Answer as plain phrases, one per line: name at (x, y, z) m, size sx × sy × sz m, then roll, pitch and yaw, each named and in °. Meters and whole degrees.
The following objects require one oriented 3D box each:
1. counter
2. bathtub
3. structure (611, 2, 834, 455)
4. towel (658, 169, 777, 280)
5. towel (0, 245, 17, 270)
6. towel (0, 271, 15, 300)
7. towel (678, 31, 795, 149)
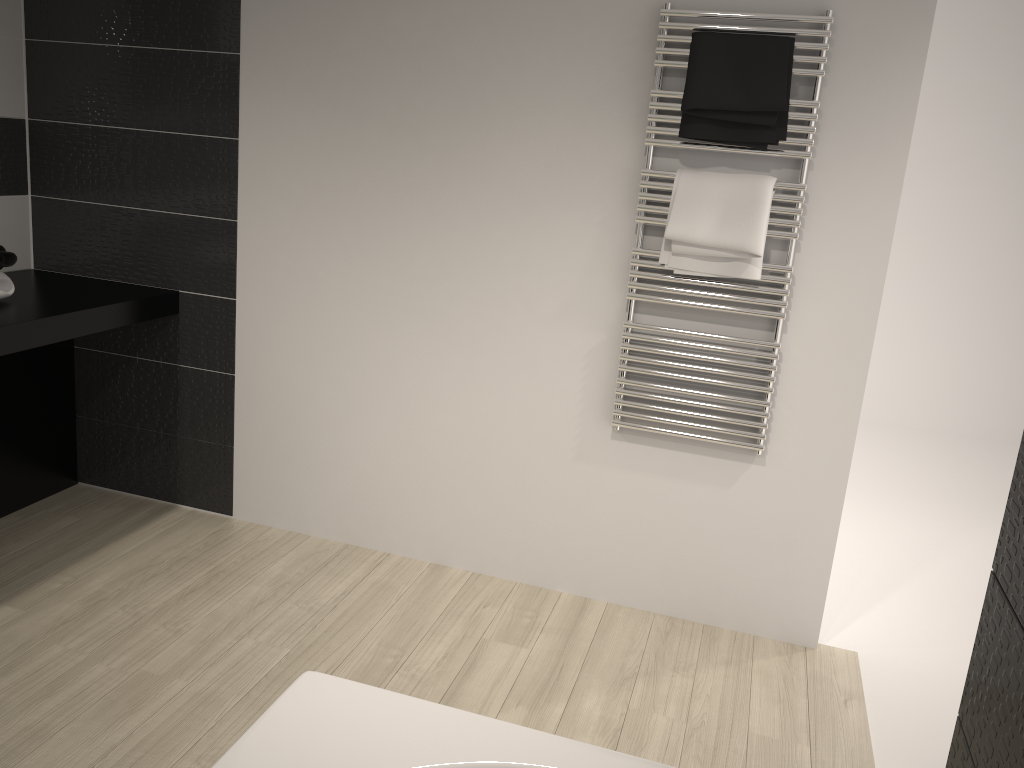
counter at (-2.082, 0.087, 1.525) m, size 0.656 × 0.083 × 3.869 m, roll 9°, pitch 16°, yaw 15°
bathtub at (-0.172, 1.079, 0.264) m, size 1.009 × 0.671 × 2.193 m, roll 9°, pitch 15°, yaw 15°
structure at (0.600, -0.438, 2.630) m, size 0.473 × 1.282 × 0.040 m, roll 9°, pitch 14°, yaw 15°
towel at (0.594, -0.463, 2.585) m, size 0.303 × 0.307 × 0.099 m, roll 9°, pitch 14°, yaw 16°
towel at (-1.797, -0.376, 2.677) m, size 0.406 × 0.130 × 0.391 m, roll 6°, pitch 15°, yaw 2°
towel at (-1.774, -0.301, 2.672) m, size 0.406 × 0.132 × 0.393 m, roll 5°, pitch 15°, yaw 0°
towel at (0.633, -0.825, 2.485) m, size 0.301 × 0.307 × 0.142 m, roll 8°, pitch 14°, yaw 12°
